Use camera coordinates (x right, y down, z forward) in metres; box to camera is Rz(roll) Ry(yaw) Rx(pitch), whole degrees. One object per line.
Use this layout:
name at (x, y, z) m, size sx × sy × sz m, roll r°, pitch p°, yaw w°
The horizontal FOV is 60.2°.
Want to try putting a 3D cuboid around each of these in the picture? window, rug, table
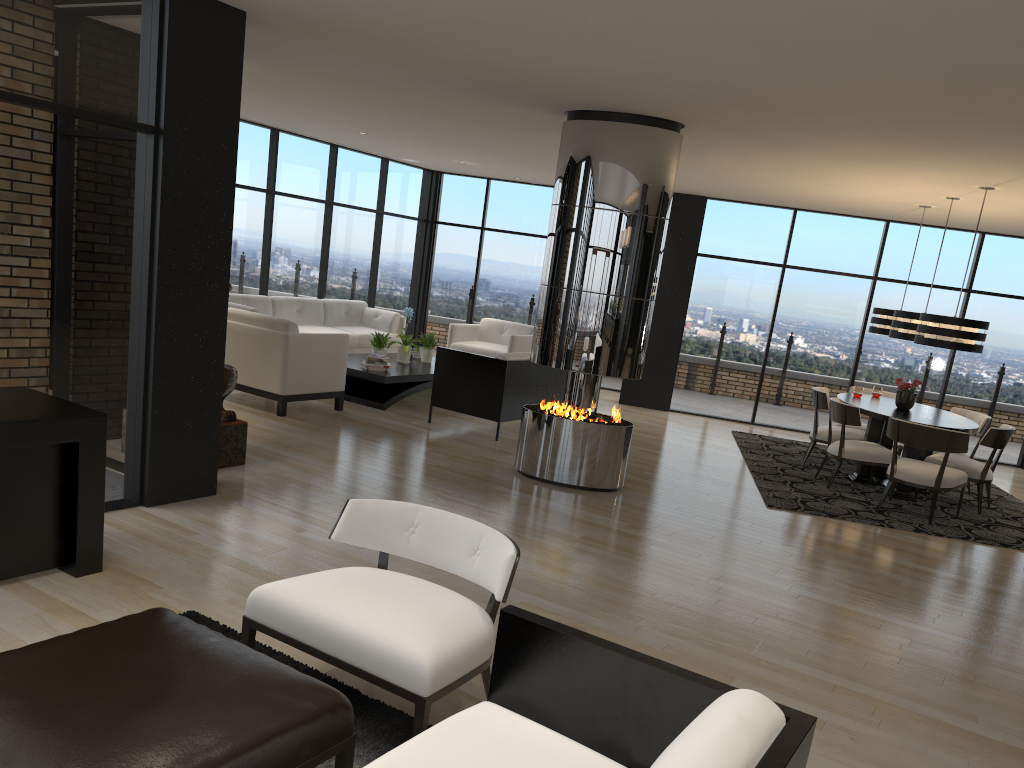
window at (-0.101, -1.487, 4.849) m, size 10.073 × 4.873 × 15.701 m, roll 11°, pitch 9°, yaw 17°
rug at (-1.139, 1.260, 1.859) m, size 2.455 × 0.012 × 3.013 m, roll 13°, pitch 9°, yaw 31°
rug at (3.688, 0.989, 8.713) m, size 2.711 × 0.011 × 3.666 m, roll 9°, pitch 8°, yaw 8°
table at (3.715, 0.619, 8.569) m, size 1.205 × 0.783 × 2.076 m, roll 10°, pitch 9°, yaw 10°
table at (-1.284, -0.062, 9.980) m, size 1.251 × 0.358 × 2.018 m, roll 13°, pitch 9°, yaw 30°

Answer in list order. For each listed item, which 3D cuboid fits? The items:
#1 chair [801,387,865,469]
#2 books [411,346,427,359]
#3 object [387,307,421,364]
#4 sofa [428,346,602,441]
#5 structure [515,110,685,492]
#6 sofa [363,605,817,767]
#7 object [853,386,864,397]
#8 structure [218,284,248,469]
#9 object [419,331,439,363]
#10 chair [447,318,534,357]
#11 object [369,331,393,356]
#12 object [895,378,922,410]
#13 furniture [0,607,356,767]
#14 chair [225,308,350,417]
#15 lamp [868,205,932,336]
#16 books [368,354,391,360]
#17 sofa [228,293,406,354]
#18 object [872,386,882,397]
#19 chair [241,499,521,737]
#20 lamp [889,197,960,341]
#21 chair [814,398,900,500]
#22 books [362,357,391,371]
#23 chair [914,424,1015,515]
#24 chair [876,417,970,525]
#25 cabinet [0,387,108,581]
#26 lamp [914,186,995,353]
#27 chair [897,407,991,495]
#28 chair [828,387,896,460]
chair at (3.295, 0.483, 8.993) m, size 0.613 × 0.821 × 0.634 m, roll 12°, pitch 12°, yaw 18°
books at (-1.099, -0.385, 10.709) m, size 0.224 × 0.128 × 0.302 m, roll 8°, pitch 9°, yaw -2°
object at (-1.174, -0.548, 9.929) m, size 0.355 × 0.643 × 0.364 m, roll -2°, pitch 15°, yaw -39°
sofa at (0.098, 0.012, 9.158) m, size 0.829 × 0.818 × 2.018 m, roll 14°, pitch 10°, yaw 30°
structure at (0.634, -0.583, 6.764) m, size 0.887 × 2.794 × 0.578 m, roll 12°, pitch 13°, yaw 18°
sofa at (-0.259, 1.041, 1.373) m, size 0.829 × 0.818 × 2.018 m, roll 14°, pitch 10°, yaw 30°
object at (3.535, 0.079, 9.013) m, size 0.095 × 0.108 × 0.094 m, roll 12°, pitch 11°, yaw 19°
structure at (-2.198, -0.274, 5.964) m, size 0.724 × 1.624 × 0.512 m, roll 15°, pitch 14°, yaw 30°
object at (-0.987, -0.439, 10.322) m, size 0.283 × 0.377 × 0.211 m, roll 10°, pitch 12°, yaw 9°
chair at (-0.233, -0.397, 11.575) m, size 0.991 × 0.872 × 0.848 m, roll 14°, pitch 12°, yaw 30°
object at (-1.442, -0.405, 9.617) m, size 0.284 × 0.377 × 0.210 m, roll 7°, pitch 12°, yaw -6°
object at (3.773, 0.091, 8.457) m, size 0.228 × 0.304 × 0.234 m, roll 10°, pitch 11°, yaw 10°
furniture at (-1.001, 0.975, 2.295) m, size 0.819 × 0.492 × 0.822 m, roll 13°, pitch 11°, yaw 30°
chair at (-2.210, -0.237, 8.418) m, size 0.991 × 0.872 × 0.848 m, roll 14°, pitch 12°, yaw 30°
lamp at (4.105, -1.157, 9.104) m, size 0.535 × 1.354 × 0.526 m, roll 9°, pitch 12°, yaw 7°
books at (-1.375, -0.284, 9.139) m, size 0.183 × 0.027 × 0.153 m, roll 11°, pitch 9°, yaw 21°
sofa at (-2.452, -0.581, 10.654) m, size 0.846 × 0.870 × 2.676 m, roll 14°, pitch 10°, yaw 31°
object at (3.851, 0.082, 9.311) m, size 0.095 × 0.108 × 0.093 m, roll 3°, pitch 12°, yaw -25°
chair at (-0.415, 0.841, 3.149) m, size 0.797 × 0.687 × 0.679 m, roll 14°, pitch 12°, yaw 30°
lamp at (3.952, -1.058, 8.238) m, size 0.535 × 1.354 × 0.526 m, roll 9°, pitch 12°, yaw 7°
chair at (3.182, 0.584, 8.155) m, size 0.616 × 0.821 × 0.631 m, roll 8°, pitch 11°, yaw 1°
books at (-1.402, -0.211, 9.154) m, size 0.308 × 0.128 × 0.219 m, roll 5°, pitch 10°, yaw -20°
chair at (4.153, 0.732, 8.068) m, size 0.608 × 0.821 × 0.639 m, roll 16°, pitch 14°, yaw 36°
chair at (3.449, 0.723, 7.418) m, size 0.634 × 0.821 × 0.613 m, roll 16°, pitch 14°, yaw 36°
cabinet at (-2.882, 0.503, 2.831) m, size 0.615 × 0.753 × 3.018 m, roll 14°, pitch 10°, yaw 31°
lamp at (3.799, -0.960, 7.371) m, size 0.535 × 1.354 × 0.526 m, roll 9°, pitch 12°, yaw 7°
chair at (4.325, 0.650, 8.833) m, size 0.617 × 0.821 × 0.630 m, roll 7°, pitch 11°, yaw -6°
chair at (3.878, 0.482, 9.592) m, size 0.636 × 0.821 × 0.611 m, roll 14°, pitch 13°, yaw 28°
